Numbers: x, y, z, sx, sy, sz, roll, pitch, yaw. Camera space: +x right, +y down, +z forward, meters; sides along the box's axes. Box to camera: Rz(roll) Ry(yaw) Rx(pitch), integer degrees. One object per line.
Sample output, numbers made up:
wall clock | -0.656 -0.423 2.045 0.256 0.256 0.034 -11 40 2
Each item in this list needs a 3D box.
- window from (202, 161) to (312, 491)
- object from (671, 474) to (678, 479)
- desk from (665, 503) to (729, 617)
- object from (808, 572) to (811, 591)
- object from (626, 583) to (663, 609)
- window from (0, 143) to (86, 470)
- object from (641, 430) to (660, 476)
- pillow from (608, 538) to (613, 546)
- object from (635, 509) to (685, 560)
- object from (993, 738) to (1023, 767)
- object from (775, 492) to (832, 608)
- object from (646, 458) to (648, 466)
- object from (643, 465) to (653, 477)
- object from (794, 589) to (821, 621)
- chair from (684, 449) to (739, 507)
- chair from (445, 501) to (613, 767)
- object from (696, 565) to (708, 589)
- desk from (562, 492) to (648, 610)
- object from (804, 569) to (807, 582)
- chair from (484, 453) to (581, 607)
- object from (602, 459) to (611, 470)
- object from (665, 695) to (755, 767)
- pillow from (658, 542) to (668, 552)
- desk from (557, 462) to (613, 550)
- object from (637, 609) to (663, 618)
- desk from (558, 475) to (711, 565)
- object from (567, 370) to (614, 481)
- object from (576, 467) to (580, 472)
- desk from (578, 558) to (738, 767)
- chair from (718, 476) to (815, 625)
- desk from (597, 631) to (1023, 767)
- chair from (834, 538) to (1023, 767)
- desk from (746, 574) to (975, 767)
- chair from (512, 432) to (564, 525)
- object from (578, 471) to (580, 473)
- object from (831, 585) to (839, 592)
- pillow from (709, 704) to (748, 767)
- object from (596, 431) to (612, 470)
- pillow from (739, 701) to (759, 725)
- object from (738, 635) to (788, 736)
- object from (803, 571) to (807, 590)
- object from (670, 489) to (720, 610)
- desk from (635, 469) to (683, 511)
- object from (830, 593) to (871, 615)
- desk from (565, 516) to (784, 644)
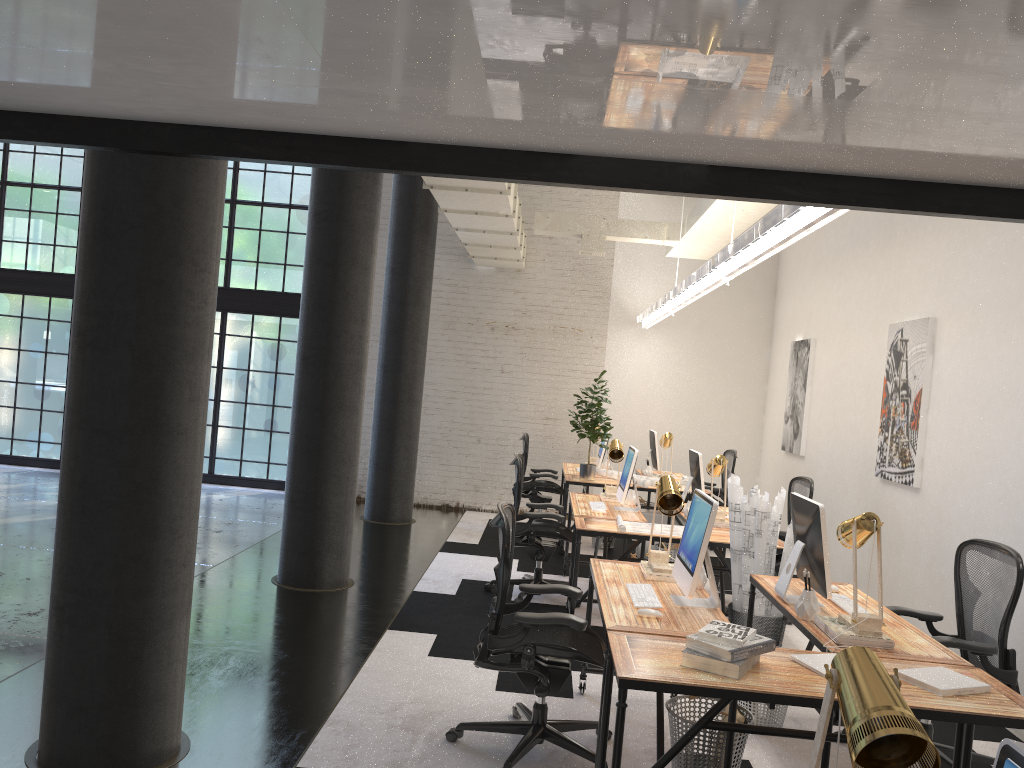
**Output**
window | -3.643 -1.258 11.323 2.491 5.180 0.137 5 1 2
object | 1.733 1.006 9.687 0.118 0.018 0.439 5 0 2
desk | 1.540 1.389 6.907 0.529 0.724 1.400 5 0 2
object | 1.275 0.905 3.794 0.054 0.207 0.008 4 1 -32
object | 0.583 0.940 3.940 0.118 0.018 0.439 5 0 2
window | -6.642 -1.523 11.447 2.491 5.180 0.137 5 1 2
object | 1.533 0.754 9.718 0.189 0.485 0.483 5 1 2
pillow | 1.033 1.477 9.154 0.119 0.406 0.239 5 1 3
object | 1.520 1.501 8.772 0.544 0.455 0.221 5 1 2
object | 0.636 0.718 0.969 0.189 0.485 0.483 5 1 2
object | 1.361 0.774 4.141 0.189 0.485 0.483 5 1 2
object | 1.435 0.885 9.375 0.054 0.207 0.008 5 1 -10
object | 1.443 0.927 9.386 0.101 0.127 0.101 4 1 -43
object | 1.271 0.947 3.809 0.101 0.127 0.101 4 1 -43
chair | 2.134 1.236 9.661 0.792 1.086 0.770 5 1 -14
chair | 0.148 1.096 3.974 0.792 1.086 0.770 5 1 -14
object | 0.883 0.911 4.240 0.101 0.127 0.101 4 1 -43
desk | 0.697 1.315 6.949 0.529 0.724 1.400 5 0 2
object | 1.268 0.904 3.822 0.008 0.207 0.054 5 1 -15
chair | 0.227 1.096 6.870 0.792 1.086 0.770 5 1 -14
object | 1.054 0.891 9.816 0.101 0.127 0.101 4 1 -43
object | 0.785 1.477 3.586 0.353 0.435 0.358 5 1 -1
pillow | 1.269 1.524 7.388 0.119 0.406 0.239 5 1 3
desk | 0.790 1.295 9.630 0.529 0.724 1.400 5 0 2
object | 0.563 0.932 3.613 0.106 0.029 0.059 5 0 3
desk | 1.176 1.331 8.638 1.401 0.725 0.529 5 1 2
object | 0.761 0.392 8.617 0.439 1.078 0.513 5 1 -7
object | 0.755 0.920 9.517 0.118 0.018 0.439 5 0 2
desk | 0.618 1.315 4.053 0.529 0.724 1.400 5 0 2
chair | 2.042 1.256 6.980 0.792 1.086 0.770 5 1 -14
desk | 1.004 1.351 3.061 1.401 0.725 0.529 5 1 2
chair | 1.962 1.256 4.084 0.792 1.086 0.770 5 1 -14
desk | 1.461 1.389 4.011 0.529 0.724 1.400 5 0 2
chair | 0.319 1.076 9.550 0.792 1.086 0.770 5 1 -14
object | 0.734 0.912 9.190 0.106 0.029 0.059 5 0 3
object | 1.583 1.020 4.438 0.106 0.029 0.059 5 0 3
pillow | 0.862 1.498 3.578 0.119 0.406 0.239 5 1 3
object | 0.996 0.707 9.478 0.189 0.485 0.483 5 1 2
pillow | 1.189 1.524 4.492 0.119 0.406 0.239 5 1 3
object | 1.269 1.518 4.484 0.353 0.435 0.358 5 1 -1
object | 1.263 0.905 3.799 0.054 0.207 0.008 5 1 -10
object | 0.824 0.727 3.901 0.189 0.485 0.483 5 1 2
desk | 1.632 1.369 9.588 0.529 0.724 1.400 5 0 2
object | 1.561 1.026 4.110 0.118 0.018 0.439 5 0 2
desk | 1.083 1.351 5.957 1.401 0.725 0.529 5 1 2
